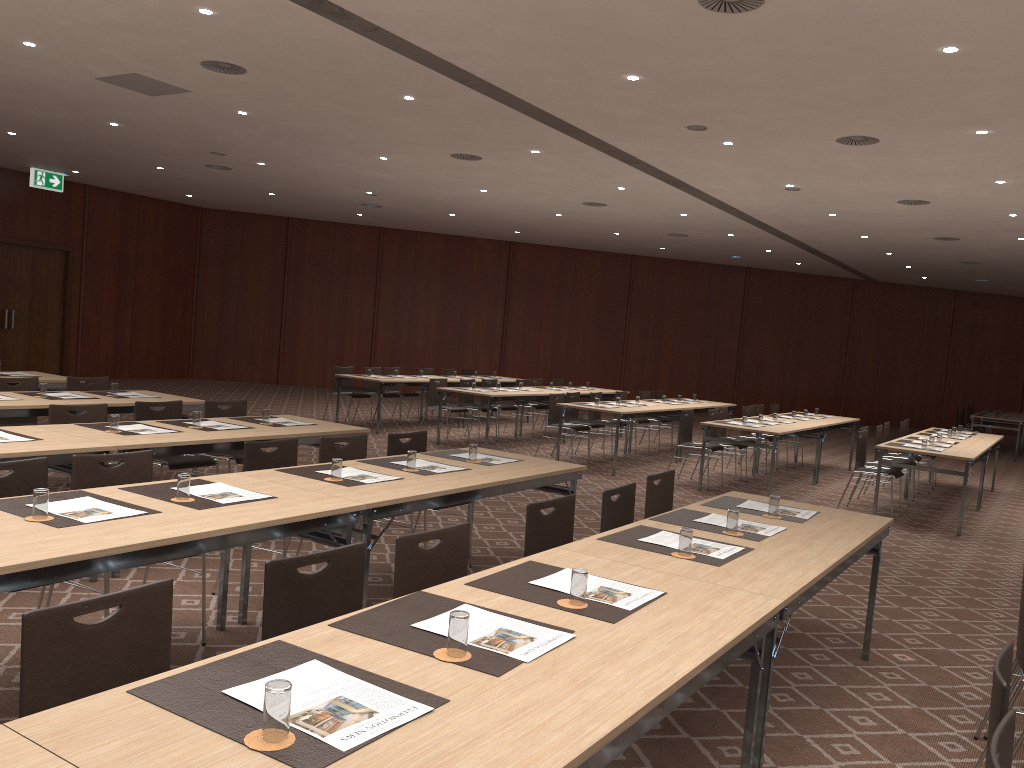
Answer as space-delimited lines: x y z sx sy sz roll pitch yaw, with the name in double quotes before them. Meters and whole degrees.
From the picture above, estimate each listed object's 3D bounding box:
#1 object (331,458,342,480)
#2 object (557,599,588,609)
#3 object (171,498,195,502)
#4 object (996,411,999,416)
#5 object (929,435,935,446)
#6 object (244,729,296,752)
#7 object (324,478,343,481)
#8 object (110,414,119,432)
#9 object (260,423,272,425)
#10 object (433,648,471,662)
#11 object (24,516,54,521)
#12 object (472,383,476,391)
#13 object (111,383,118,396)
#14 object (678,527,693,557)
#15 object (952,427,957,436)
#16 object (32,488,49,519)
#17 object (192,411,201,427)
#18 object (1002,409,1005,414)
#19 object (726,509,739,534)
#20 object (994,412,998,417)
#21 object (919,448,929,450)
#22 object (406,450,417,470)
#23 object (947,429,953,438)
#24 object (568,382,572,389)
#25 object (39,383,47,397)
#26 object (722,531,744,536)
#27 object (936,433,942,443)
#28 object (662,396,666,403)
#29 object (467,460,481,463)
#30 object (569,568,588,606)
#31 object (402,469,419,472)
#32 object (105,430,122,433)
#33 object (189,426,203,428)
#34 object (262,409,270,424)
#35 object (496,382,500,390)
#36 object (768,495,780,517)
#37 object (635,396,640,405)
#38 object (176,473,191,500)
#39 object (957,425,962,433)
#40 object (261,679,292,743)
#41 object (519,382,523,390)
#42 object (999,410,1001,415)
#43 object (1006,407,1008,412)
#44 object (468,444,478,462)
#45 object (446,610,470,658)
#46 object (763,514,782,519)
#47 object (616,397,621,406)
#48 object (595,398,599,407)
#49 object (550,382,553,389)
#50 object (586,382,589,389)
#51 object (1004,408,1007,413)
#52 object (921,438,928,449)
"object" -0.952 0.462 4.813 0.054 0.114 0.054 3 4 -24
"object" 0.199 0.726 2.928 0.102 0.001 0.102 6 3 21
"object" -1.482 0.521 3.992 0.102 0.001 0.102 6 3 21
"object" 10.303 0.627 18.822 0.054 0.114 0.054 5 4 -1
"object" 4.826 0.650 10.196 0.054 0.114 0.054 6 4 21
"object" -0.497 0.729 1.820 0.102 0.001 0.102 6 3 21
"object" -0.968 0.518 4.812 0.102 0.001 0.102 6 3 21
"object" -2.629 0.258 5.864 0.054 0.114 0.054 3 4 -24
"object" -1.932 0.312 6.976 0.102 0.001 0.102 6 3 21
"object" -0.160 0.726 2.378 0.102 0.001 0.102 6 3 21
"object" -1.836 0.522 3.443 0.102 0.001 0.102 6 3 21
"object" -0.551 0.038 12.837 0.054 0.114 0.054 6 4 21
"object" -3.606 0.050 8.045 0.054 0.114 0.054 5 4 -1
"object" 0.734 0.667 3.750 0.054 0.114 0.054 3 4 -24
"object" 6.037 0.644 12.113 0.054 0.114 0.054 5 4 -1
"object" -1.831 0.464 3.445 0.054 0.114 0.054 3 4 -24
"object" -2.284 0.255 6.429 0.054 0.114 0.054 3 4 -24
"object" 11.189 0.625 20.186 0.054 0.114 0.054 3 4 -24
"object" 1.067 0.665 4.291 0.054 0.114 0.054 3 4 -24
"object" 9.973 0.630 18.271 0.054 0.114 0.054 5 4 -1
"object" 4.485 0.709 9.652 0.102 0.001 0.102 6 3 21
"object" -0.607 0.460 5.356 0.054 0.114 0.054 3 4 -24
"object" 5.708 0.647 11.561 0.054 0.114 0.054 5 4 -1
"object" 1.003 0.030 15.310 0.054 0.114 0.054 5 4 -1
"object" -3.963 0.050 7.499 0.054 0.114 0.054 3 4 -24
"object" 1.070 0.722 4.293 0.102 0.001 0.102 6 3 21
"object" 5.179 0.649 10.744 0.054 0.114 0.054 6 4 21
"object" 2.348 0.238 13.694 0.054 0.114 0.054 5 4 -1
"object" -0.254 0.517 5.911 0.102 0.001 0.102 8 4 43
"object" 0.220 0.670 2.931 0.054 0.114 0.054 3 4 -24
"object" -0.609 0.518 5.346 0.102 0.001 0.102 6 3 21
"object" -2.640 0.314 5.872 0.102 0.001 0.102 8 4 43
"object" -2.291 0.313 6.415 0.102 0.001 0.102 6 3 21
"object" -1.934 0.254 6.979 0.054 0.114 0.054 5 4 -1
"object" -0.205 0.035 13.405 0.054 0.114 0.054 6 4 21
"object" 1.430 0.664 4.839 0.054 0.114 0.054 5 4 -1
"object" 1.824 0.240 12.873 0.054 0.114 0.054 6 4 21
"object" -1.481 0.463 3.997 0.054 0.114 0.054 3 4 -24
"object" 6.398 0.644 12.667 0.054 0.114 0.054 5 4 -1
"object" -0.484 0.672 1.826 0.054 0.114 0.054 3 4 -24
"object" 0.141 0.034 13.943 0.054 0.114 0.054 6 4 21
"object" 10.656 0.626 19.372 0.054 0.114 0.054 5 4 -1
"object" 11.878 0.621 21.289 0.054 0.114 0.054 3 4 -24
"object" -0.260 0.458 5.916 0.054 0.114 0.054 5 4 -1
"object" -0.145 0.670 2.380 0.054 0.114 0.054 3 4 -24
"object" 1.417 0.721 4.830 0.102 0.001 0.102 6 3 21
"object" 1.477 0.241 12.323 0.054 0.114 0.054 6 4 21
"object" 1.128 0.243 11.775 0.054 0.114 0.054 6 4 21
"object" 0.656 0.032 14.757 0.054 0.114 0.054 5 4 -1
"object" 1.354 0.029 15.856 0.054 0.114 0.054 5 4 -1
"object" 11.530 0.623 20.731 0.054 0.114 0.054 3 4 -24
"object" 4.487 0.652 9.647 0.054 0.114 0.054 6 4 21
